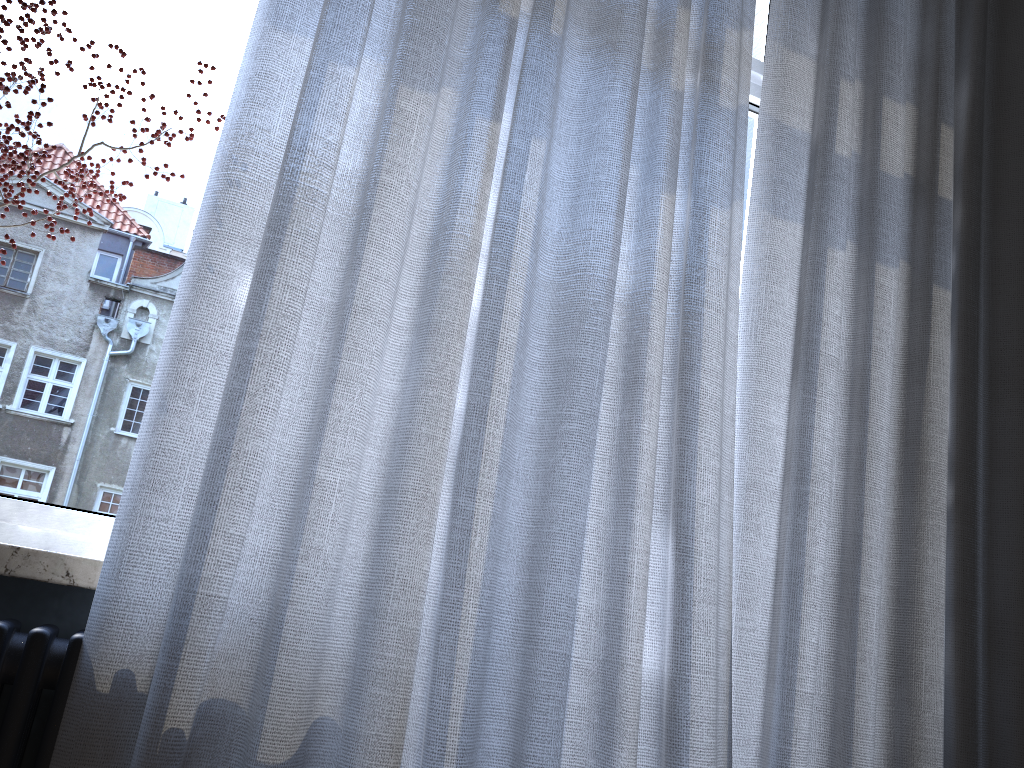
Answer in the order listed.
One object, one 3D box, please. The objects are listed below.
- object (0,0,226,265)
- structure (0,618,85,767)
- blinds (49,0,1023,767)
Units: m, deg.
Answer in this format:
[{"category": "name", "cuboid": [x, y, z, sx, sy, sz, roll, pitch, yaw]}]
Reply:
[{"category": "object", "cuboid": [-0.788, -0.219, 1.227, 0.599, 0.806, 0.516, -5, -21, 42]}, {"category": "structure", "cuboid": [-1.309, 0.423, 0.847, 1.849, 0.598, 0.216, 15, -16, -19]}, {"category": "blinds", "cuboid": [-0.503, -0.324, 1.269, 3.997, 2.777, 0.313, 15, -16, -19]}]
